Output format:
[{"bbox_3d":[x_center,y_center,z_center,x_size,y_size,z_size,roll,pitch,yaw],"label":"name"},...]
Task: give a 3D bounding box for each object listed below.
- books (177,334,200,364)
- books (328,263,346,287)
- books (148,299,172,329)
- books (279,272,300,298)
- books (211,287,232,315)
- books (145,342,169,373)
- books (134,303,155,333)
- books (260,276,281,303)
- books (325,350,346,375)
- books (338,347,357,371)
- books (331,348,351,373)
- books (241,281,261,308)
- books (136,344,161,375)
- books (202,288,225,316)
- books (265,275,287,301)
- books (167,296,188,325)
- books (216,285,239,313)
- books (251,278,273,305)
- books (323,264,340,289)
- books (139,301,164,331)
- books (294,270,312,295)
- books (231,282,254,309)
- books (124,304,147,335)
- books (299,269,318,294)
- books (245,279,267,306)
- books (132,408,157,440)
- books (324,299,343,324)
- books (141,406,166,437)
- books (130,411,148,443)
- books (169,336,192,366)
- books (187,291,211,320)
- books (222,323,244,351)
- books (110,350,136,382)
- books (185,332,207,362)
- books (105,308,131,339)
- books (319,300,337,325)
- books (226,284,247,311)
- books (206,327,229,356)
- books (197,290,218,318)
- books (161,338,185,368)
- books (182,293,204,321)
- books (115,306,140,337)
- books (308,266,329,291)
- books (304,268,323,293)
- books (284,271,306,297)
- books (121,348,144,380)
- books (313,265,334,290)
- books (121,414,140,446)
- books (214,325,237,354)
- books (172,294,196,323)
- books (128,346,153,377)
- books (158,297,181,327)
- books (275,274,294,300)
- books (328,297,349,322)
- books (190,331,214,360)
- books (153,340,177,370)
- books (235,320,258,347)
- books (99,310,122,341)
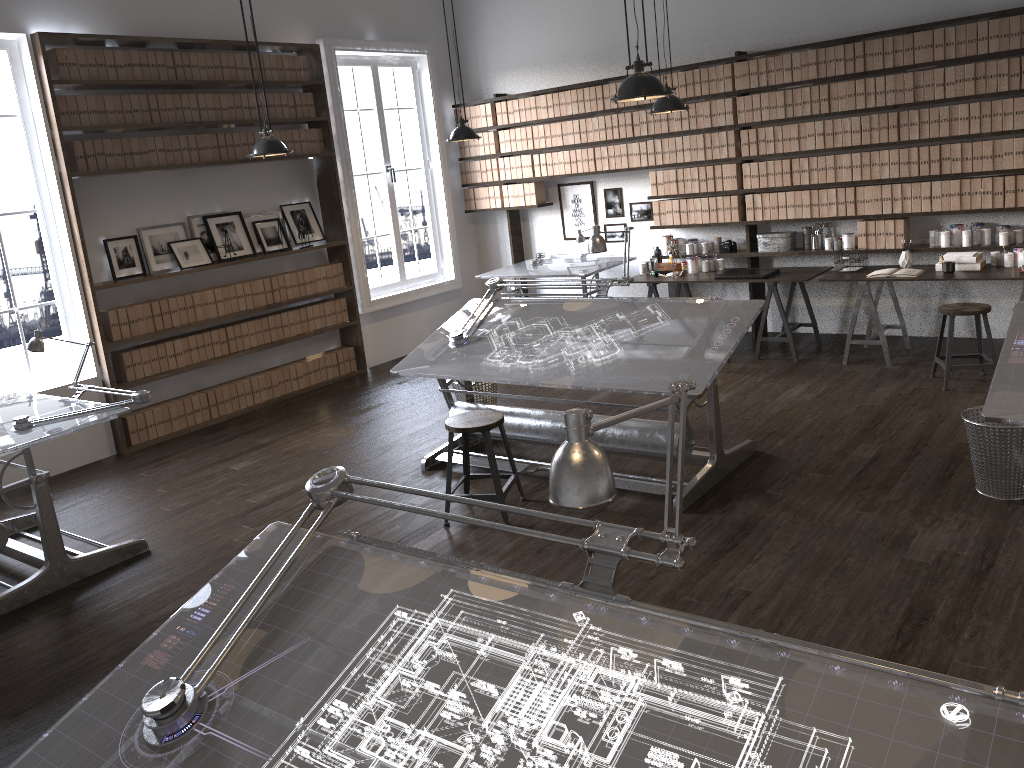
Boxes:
[{"bbox_3d":[-2.596,-0.280,7.095,0.175,0.223,0.067,3,15,38],"label":"books"},{"bbox_3d":[-1.655,-1.016,8.288,0.175,0.223,0.067,3,15,38],"label":"books"},{"bbox_3d":[-2.742,-0.545,6.901,0.175,0.223,0.067,3,15,38],"label":"books"},{"bbox_3d":[-1.983,-0.876,7.876,0.174,0.223,0.067,3,15,38],"label":"books"},{"bbox_3d":[-2.410,-0.689,7.325,0.175,0.223,0.067,3,15,38],"label":"books"},{"bbox_3d":[-2.763,-0.209,6.888,0.175,0.223,0.067,3,15,38],"label":"books"},{"bbox_3d":[-2.832,-0.506,6.786,0.175,0.223,0.067,3,15,38],"label":"books"},{"bbox_3d":[-2.109,-0.819,7.706,0.175,0.223,0.067,3,15,38],"label":"books"},{"bbox_3d":[-1.661,-0.199,8.321,0.175,0.223,0.067,3,15,38],"label":"books"},{"bbox_3d":[-1.574,-0.238,8.438,0.175,0.223,0.067,3,15,38],"label":"books"},{"bbox_3d":[-1.621,-0.218,8.381,0.175,0.223,0.067,3,15,38],"label":"books"},{"bbox_3d":[-2.235,-0.763,7.541,0.175,0.223,0.067,3,15,38],"label":"books"},{"bbox_3d":[-2.807,-0.191,6.835,0.174,0.223,0.067,3,15,38],"label":"books"},{"bbox_3d":[-2.449,-0.671,7.269,0.175,0.223,0.067,3,15,38],"label":"books"},{"bbox_3d":[-2.068,-0.839,7.767,0.175,0.223,0.067,3,15,38],"label":"books"},{"bbox_3d":[-2.657,-0.582,7.010,0.174,0.223,0.067,3,15,38],"label":"books"},{"bbox_3d":[-2.370,-0.708,7.380,0.174,0.223,0.067,3,15,38],"label":"books"},{"bbox_3d":[-2.158,-0.800,7.652,0.175,0.223,0.067,3,15,38],"label":"books"},{"bbox_3d":[-1.699,-1.000,8.242,0.174,0.223,0.067,3,15,38],"label":"books"},{"bbox_3d":[-2.783,-0.525,6.840,0.175,0.223,0.067,3,15,38],"label":"books"},{"bbox_3d":[-1.895,-0.911,7.979,0.175,0.223,0.067,3,15,38],"label":"books"},{"bbox_3d":[-2.279,-0.744,7.485,0.175,0.223,0.067,3,15,38],"label":"books"},{"bbox_3d":[-2.869,-0.489,6.734,0.175,0.223,0.067,3,15,38],"label":"books"},{"bbox_3d":[-1.859,-0.929,8.033,0.175,0.223,0.067,3,15,38],"label":"books"},{"bbox_3d":[-2.201,-0.780,7.592,0.175,0.223,0.067,3,15,38],"label":"books"},{"bbox_3d":[-2.829,0.310,6.821,0.175,0.223,0.067,3,15,38],"label":"books"},{"bbox_3d":[-1.678,-0.682,8.284,0.174,0.223,0.067,3,15,38],"label":"books"},{"bbox_3d":[-2.787,0.291,6.878,0.175,0.223,0.067,3,15,38],"label":"books"},{"bbox_3d":[-2.874,0.328,6.769,0.175,0.223,0.067,3,15,38],"label":"books"},{"bbox_3d":[-2.640,-0.263,7.046,0.175,0.223,0.067,3,15,38],"label":"books"},{"bbox_3d":[-2.533,-0.636,7.167,0.175,0.223,0.067,3,15,38],"label":"books"},{"bbox_3d":[-2.344,-0.392,7.429,0.175,0.223,0.067,3,15,38],"label":"books"},{"bbox_3d":[-2.929,-0.134,6.666,0.175,0.223,0.067,3,15,38],"label":"books"},{"bbox_3d":[-2.560,-0.298,7.150,0.175,0.223,0.067,3,15,38],"label":"books"},{"bbox_3d":[-2.947,-0.453,6.627,0.175,0.223,0.067,3,15,38],"label":"books"},{"bbox_3d":[-1.720,-0.663,8.229,0.175,0.223,0.067,3,15,38],"label":"books"},{"bbox_3d":[-2.325,-0.726,7.432,0.174,0.223,0.067,3,15,38],"label":"books"},{"bbox_3d":[-2.433,-0.353,7.314,0.175,0.223,0.067,3,15,38],"label":"books"},{"bbox_3d":[-2.494,-0.652,7.214,0.175,0.223,0.067,3,15,38],"label":"books"},{"bbox_3d":[-2.676,-0.246,6.997,0.175,0.223,0.067,3,15,38],"label":"books"},{"bbox_3d":[-2.569,-0.618,7.113,0.175,0.223,0.067,3,15,38],"label":"books"},{"bbox_3d":[-2.903,-0.472,6.683,0.175,0.223,0.067,3,15,38],"label":"books"},{"bbox_3d":[-1.779,-0.963,8.130,0.175,0.223,0.067,3,15,38],"label":"books"},{"bbox_3d":[-1.820,-0.945,8.080,0.175,0.223,0.067,3,15,38],"label":"books"},{"bbox_3d":[-1.940,-0.894,7.930,0.175,0.223,0.067,3,15,38],"label":"books"},{"bbox_3d":[-2.886,-0.153,6.722,0.175,0.223,0.067,3,15,38],"label":"books"},{"bbox_3d":[-1.740,-0.981,8.187,0.175,0.223,0.067,3,15,38],"label":"books"},{"bbox_3d":[-2.918,0.346,6.717,0.174,0.223,0.067,3,15,38],"label":"books"},{"bbox_3d":[-2.384,-0.373,7.369,0.175,0.223,0.067,3,15,38],"label":"books"},{"bbox_3d":[-2.614,-0.601,7.064,0.175,0.223,0.067,3,15,38],"label":"books"},{"bbox_3d":[-2.845,-0.172,6.779,0.174,0.223,0.067,3,15,38],"label":"books"},{"bbox_3d":[-2.696,-0.563,6.953,0.174,0.223,0.067,3,15,38],"label":"books"},{"bbox_3d":[-2.022,-0.857,7.819,0.174,0.223,0.067,3,15,38],"label":"books"},{"bbox_3d":[-1.632,-0.700,8.336,0.174,0.223,0.067,3,15,38],"label":"books"},{"bbox_3d":[-2.518,-0.316,7.205,0.174,0.223,0.067,3,15,38],"label":"books"},{"bbox_3d":[-2.718,-0.227,6.940,0.175,0.223,0.067,3,15,38],"label":"books"},{"bbox_3d":[-2.258,-0.428,7.533,0.174,0.223,0.067,3,15,38],"label":"books"},{"bbox_3d":[-2.993,-0.435,6.574,0.174,0.223,0.067,3,15,38],"label":"books"}]
